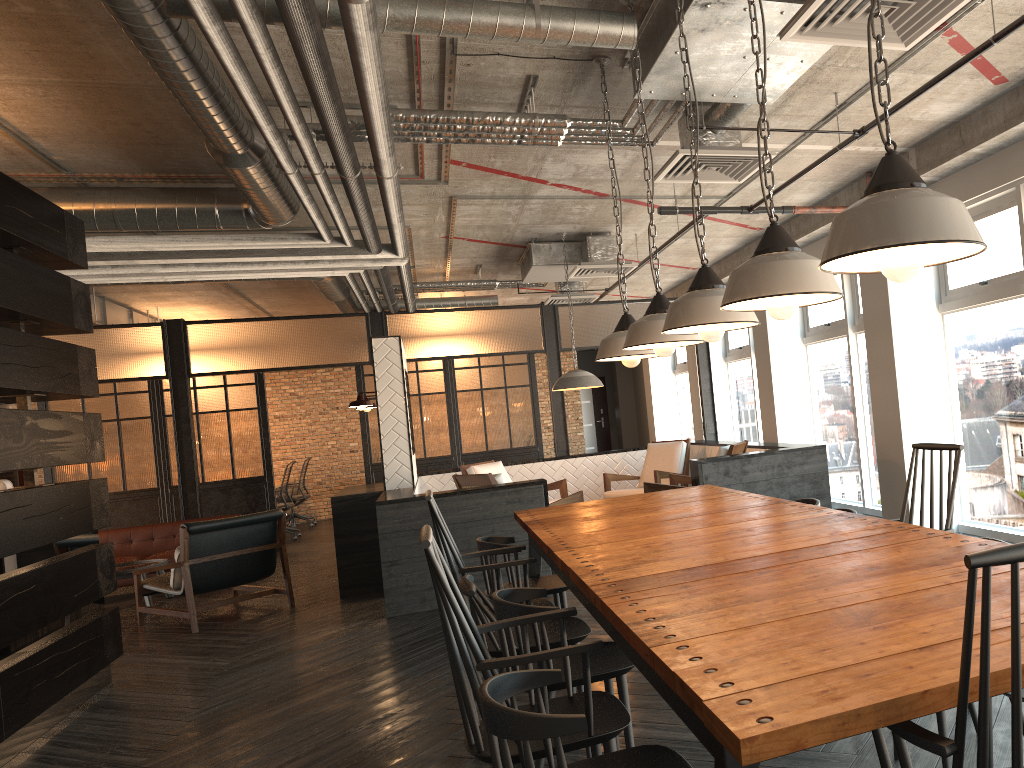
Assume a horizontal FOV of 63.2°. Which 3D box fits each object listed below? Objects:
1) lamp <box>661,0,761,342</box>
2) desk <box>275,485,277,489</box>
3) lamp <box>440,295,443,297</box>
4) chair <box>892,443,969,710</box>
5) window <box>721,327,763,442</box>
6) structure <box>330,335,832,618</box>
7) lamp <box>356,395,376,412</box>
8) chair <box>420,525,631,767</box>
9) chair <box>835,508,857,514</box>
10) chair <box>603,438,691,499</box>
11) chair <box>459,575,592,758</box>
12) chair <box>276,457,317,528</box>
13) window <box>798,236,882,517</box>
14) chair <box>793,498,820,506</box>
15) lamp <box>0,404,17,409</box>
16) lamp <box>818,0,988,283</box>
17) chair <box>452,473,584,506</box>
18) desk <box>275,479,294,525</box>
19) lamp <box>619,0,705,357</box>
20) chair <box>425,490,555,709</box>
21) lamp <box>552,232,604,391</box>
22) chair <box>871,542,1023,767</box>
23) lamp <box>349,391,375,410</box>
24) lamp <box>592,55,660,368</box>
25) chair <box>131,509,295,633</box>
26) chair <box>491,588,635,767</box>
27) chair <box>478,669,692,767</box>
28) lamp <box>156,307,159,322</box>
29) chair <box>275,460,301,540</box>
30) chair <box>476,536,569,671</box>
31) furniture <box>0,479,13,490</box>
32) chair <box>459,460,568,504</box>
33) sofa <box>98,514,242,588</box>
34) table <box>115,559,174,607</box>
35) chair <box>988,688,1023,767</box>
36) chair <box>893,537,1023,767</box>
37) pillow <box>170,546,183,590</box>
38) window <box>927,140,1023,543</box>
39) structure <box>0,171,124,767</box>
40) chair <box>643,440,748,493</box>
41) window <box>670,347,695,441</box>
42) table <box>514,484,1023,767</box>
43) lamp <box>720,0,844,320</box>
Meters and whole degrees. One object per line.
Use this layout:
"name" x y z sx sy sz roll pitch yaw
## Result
"lamp" 0.648 -1.016 3.034 0.380 1.736 0.352 -6 0 -3
"desk" -3.700 1.811 11.080 0.874 0.719 1.514 -5 -2 -9
"lamp" -1.065 -0.695 12.812 0.323 0.857 3.149 -6 -2 -6
"chair" 1.547 0.775 3.314 0.539 1.032 0.417 -5 -1 -15
"window" 3.268 0.036 11.096 0.266 2.873 2.298 -6 -1 -6
"structure" 0.489 0.559 8.164 4.365 2.114 3.377 -5 -2 -15
"lamp" -1.358 0.178 7.853 0.166 0.171 0.263 -7 -2 44
"chair" 0.062 0.874 2.251 0.539 1.032 0.417 -5 -1 -15
"chair" 1.372 0.961 3.762 0.490 0.737 0.341 -5 -1 -15
"chair" 1.544 1.109 9.197 0.621 0.906 1.076 -6 -2 38
"chair" 0.074 1.071 3.207 0.511 0.725 0.341 -5 -1 -16
"chair" -3.421 1.688 12.771 0.769 1.062 0.631 -5 -1 -14
"window" 3.514 -0.107 8.514 0.266 2.873 2.298 -6 -1 -6
"chair" 1.387 0.982 4.252 0.490 0.737 0.341 -5 -1 -15
"lamp" -6.271 -0.343 10.050 0.380 1.502 0.509 -6 -1 39
"lamp" 0.765 -1.084 1.802 0.324 1.736 0.408 -6 0 28
"chair" 0.096 1.157 7.110 1.089 0.906 0.611 -4 -2 -43
"desk" -3.844 1.895 12.589 0.874 0.719 1.514 -5 -2 -9
"lamp" 0.589 -0.982 3.649 0.365 1.736 0.367 -6 0 5
"chair" -0.069 0.950 3.620 0.539 1.032 0.417 -5 -1 -15
"lamp" 0.579 -0.723 8.229 0.538 1.544 0.481 -6 0 -6
"chair" 0.905 0.755 1.497 0.492 1.032 0.459 -5 -1 -9
"lamp" -1.295 0.141 7.193 0.166 0.171 0.263 -7 -2 44
"lamp" 0.531 -0.948 4.264 0.365 1.736 0.367 -6 0 5
"chair" -2.378 1.435 6.575 0.871 0.795 0.866 -7 -2 41
"chair" 0.199 1.033 2.779 0.490 0.737 0.341 -5 -1 -15
"chair" 0.195 0.989 1.819 0.490 0.737 0.341 -5 -1 -15
"lamp" -4.399 -0.420 11.585 0.323 0.857 3.149 -6 -2 -6
"chair" -3.275 1.603 11.244 0.769 1.062 0.631 -5 -1 -14
"chair" 0.091 1.107 4.155 0.490 0.737 0.341 -5 -1 -15
"furniture" -3.593 1.203 3.987 2.074 1.260 0.534 -5 -1 -19
"chair" 0.057 1.228 8.565 0.843 0.906 0.799 -6 -1 25
"sofa" -3.515 1.697 8.084 1.787 0.637 0.608 -5 -2 -19
"table" -3.405 1.778 7.229 0.795 0.371 0.634 -5 -2 -19
"chair" 1.517 0.880 2.305 0.490 0.737 0.341 -5 -1 -15
"chair" 1.481 0.912 2.790 0.511 0.725 0.341 -5 -1 -16
"pillow" -2.253 1.363 6.462 0.217 0.334 0.783 -7 -2 43
"window" 3.760 -0.250 5.938 0.266 2.873 2.298 -6 -1 -6
"structure" -5.363 0.509 1.311 6.728 2.740 4.996 -5 -2 -15
"chair" 1.712 1.022 7.672 0.864 0.906 0.783 -6 -1 20
"window" 3.022 0.179 13.678 0.266 2.873 2.298 -6 -1 -6
"table" 0.807 0.963 3.165 1.294 0.791 3.458 -5 -3 -8
"lamp" 0.707 -1.050 2.419 0.415 1.736 0.317 -5 0 -25
